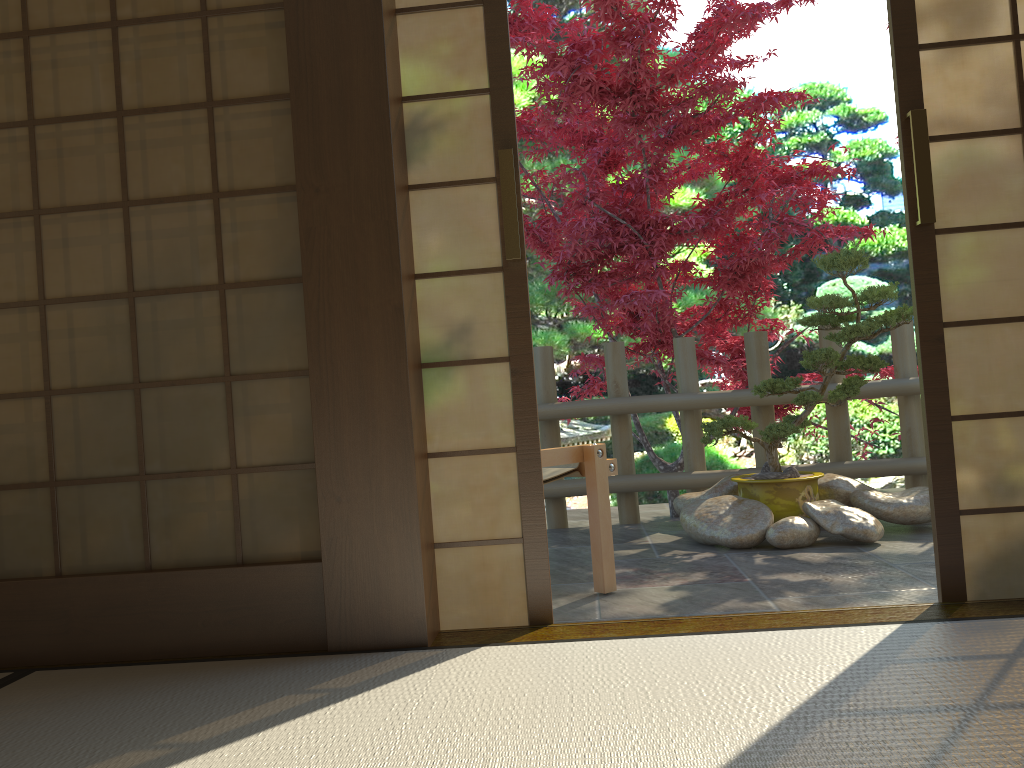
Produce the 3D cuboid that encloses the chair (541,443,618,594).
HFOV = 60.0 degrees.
[{"bbox_3d":[-0.088,0.485,3.302,0.704,0.598,0.698,-3,-2,-39],"label":"chair"}]

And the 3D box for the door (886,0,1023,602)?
[{"bbox_3d":[1.994,-0.598,2.289,1.894,2.380,0.073,-4,-2,4],"label":"door"}]

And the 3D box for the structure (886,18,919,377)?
[{"bbox_3d":[4.192,-1.330,5.666,3.045,4.004,3.412,-4,-2,7],"label":"structure"}]

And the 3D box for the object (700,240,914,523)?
[{"bbox_3d":[1.442,0.023,4.296,1.032,1.362,0.586,-5,-2,30],"label":"object"}]

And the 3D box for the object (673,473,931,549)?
[{"bbox_3d":[1.426,0.577,4.273,1.260,0.276,1.147,-4,-2,0],"label":"object"}]

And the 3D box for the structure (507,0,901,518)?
[{"bbox_3d":[0.632,-1.060,5.850,3.412,4.004,3.045,-5,-2,37],"label":"structure"}]

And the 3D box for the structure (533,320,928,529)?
[{"bbox_3d":[1.461,0.249,4.926,7.456,1.136,0.245,-4,-2,4],"label":"structure"}]

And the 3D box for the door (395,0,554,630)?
[{"bbox_3d":[-0.912,-0.376,2.506,1.894,2.380,0.073,-4,-2,4],"label":"door"}]
